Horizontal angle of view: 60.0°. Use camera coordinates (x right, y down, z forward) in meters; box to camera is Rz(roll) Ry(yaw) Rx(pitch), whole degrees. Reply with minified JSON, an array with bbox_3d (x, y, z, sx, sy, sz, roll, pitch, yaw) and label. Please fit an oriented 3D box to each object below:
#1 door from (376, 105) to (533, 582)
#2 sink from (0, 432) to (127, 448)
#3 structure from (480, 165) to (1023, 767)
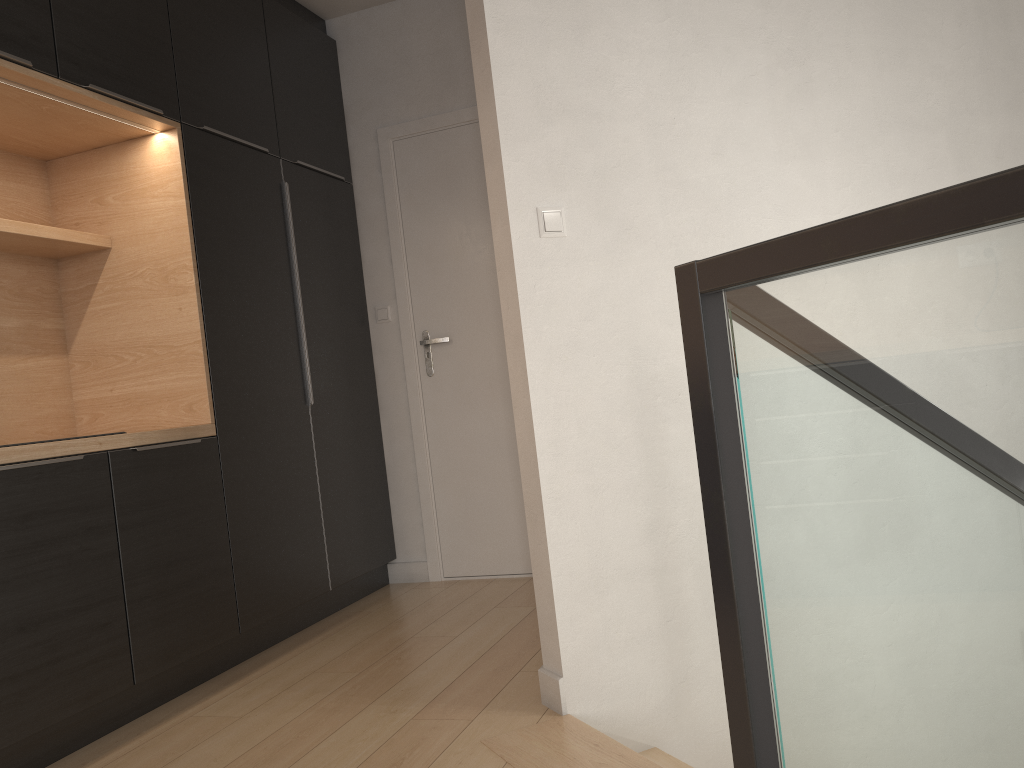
[{"bbox_3d":[-0.053,-0.190,3.994,0.974,2.136,0.085,-7,0,19],"label":"door"},{"bbox_3d":[-1.531,0.159,2.521,0.512,0.518,0.626,-7,0,19],"label":"sink"},{"bbox_3d":[2.217,1.768,0.879,2.823,4.339,4.190,-7,0,-26],"label":"structure"}]
